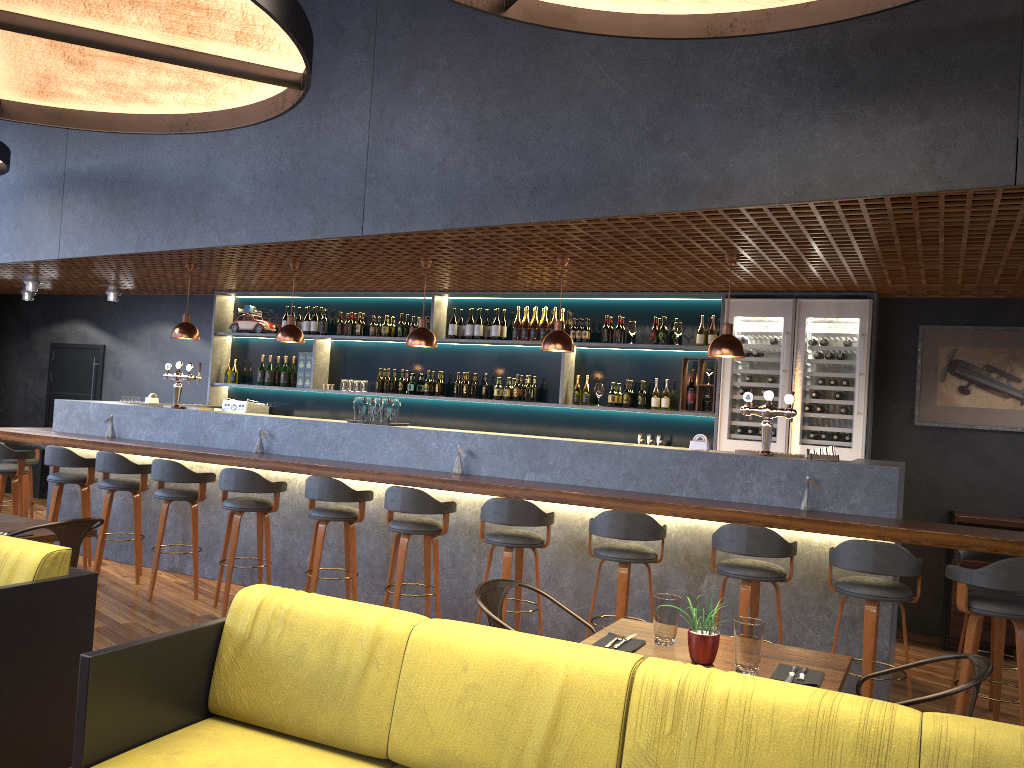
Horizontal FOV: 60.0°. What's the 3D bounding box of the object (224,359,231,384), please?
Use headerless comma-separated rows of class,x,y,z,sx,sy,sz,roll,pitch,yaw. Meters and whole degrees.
object,-3.257,-0.145,10.186,0.079,0.281,0.079,2,-2,45

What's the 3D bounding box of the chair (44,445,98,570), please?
chair,-3.705,1.041,7.474,0.483,1.048,0.438,4,-1,-3

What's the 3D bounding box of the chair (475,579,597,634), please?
chair,0.108,1.254,3.411,0.541,0.917,0.504,3,-1,26

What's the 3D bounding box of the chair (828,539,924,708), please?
chair,1.890,1.332,4.704,0.438,1.048,0.483,5,-2,-35

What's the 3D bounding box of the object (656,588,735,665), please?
object,0.677,0.844,3.135,0.238,0.271,0.260,5,-2,-43

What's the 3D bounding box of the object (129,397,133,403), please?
object,-3.817,0.158,8.882,0.042,0.059,0.042,3,-1,23

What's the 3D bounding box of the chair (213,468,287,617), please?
chair,-1.948,1.130,6.503,0.438,1.048,0.483,5,-2,-44

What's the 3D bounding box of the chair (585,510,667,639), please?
chair,0.661,1.269,5.370,0.483,1.048,0.438,3,-2,40

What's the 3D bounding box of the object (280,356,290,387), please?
object,-2.492,-0.138,9.753,0.094,0.340,0.094,4,-1,-24

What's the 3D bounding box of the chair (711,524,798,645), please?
chair,1.360,1.306,5.035,0.483,1.048,0.438,4,-1,-3

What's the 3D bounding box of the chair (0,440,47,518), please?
chair,-4.864,0.996,8.697,0.483,1.048,0.438,5,-2,-35

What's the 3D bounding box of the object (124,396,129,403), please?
object,-3.845,0.155,8.845,0.042,0.059,0.042,3,-1,23

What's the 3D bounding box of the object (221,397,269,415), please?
object,-3.032,0.442,9.849,0.355,0.569,0.550,3,-1,26

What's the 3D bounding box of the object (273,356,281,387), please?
object,-2.618,-0.142,9.917,0.094,0.340,0.094,5,-2,-42

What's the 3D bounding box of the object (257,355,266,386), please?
object,-2.781,-0.154,9.867,0.094,0.340,0.094,5,-2,-42

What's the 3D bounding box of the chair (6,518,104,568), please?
chair,-2.432,1.120,4.545,0.541,0.917,0.504,3,-1,26

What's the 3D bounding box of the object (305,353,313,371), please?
object,-2.174,-0.239,9.615,0.098,0.192,0.080,3,-1,26

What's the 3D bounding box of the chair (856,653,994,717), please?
chair,1.227,1.313,2.867,0.541,0.917,0.504,3,-1,26

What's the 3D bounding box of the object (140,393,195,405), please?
object,-3.623,0.158,9.416,0.200,0.106,0.766,3,-1,26

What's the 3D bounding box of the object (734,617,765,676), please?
object,0.804,0.896,3.023,0.102,0.178,0.102,3,-1,12

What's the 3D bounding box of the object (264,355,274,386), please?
object,-2.687,-0.148,9.836,0.094,0.340,0.094,3,-2,40

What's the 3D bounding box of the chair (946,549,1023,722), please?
chair,2.757,1.394,5.057,0.483,1.048,0.438,4,-1,-3

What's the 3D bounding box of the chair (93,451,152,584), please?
chair,-3.164,1.070,7.224,0.483,1.048,0.438,4,-1,-3

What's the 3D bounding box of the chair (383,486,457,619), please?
chair,-0.661,1.199,5.945,0.438,1.048,0.483,5,-2,-35

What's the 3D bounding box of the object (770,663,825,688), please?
object,0.964,0.985,2.998,0.157,0.019,0.255,3,-1,25

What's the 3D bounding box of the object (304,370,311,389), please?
object,-2.186,-0.047,9.611,0.098,0.192,0.080,3,-1,26

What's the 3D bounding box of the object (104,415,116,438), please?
object,-3.608,0.378,7.960,0.114,0.203,0.069,4,-1,-16

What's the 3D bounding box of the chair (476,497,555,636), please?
chair,0.017,1.235,5.659,0.483,1.048,0.438,4,-1,-14

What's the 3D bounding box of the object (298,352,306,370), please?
object,-2.264,-0.243,9.661,0.098,0.192,0.080,3,-1,26

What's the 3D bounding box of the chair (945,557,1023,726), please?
chair,2.424,1.360,4.456,0.483,1.048,0.438,3,-1,18

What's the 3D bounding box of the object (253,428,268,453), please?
object,-2.042,0.460,7.212,0.114,0.203,0.069,4,-1,-13

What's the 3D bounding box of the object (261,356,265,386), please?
object,-2.815,-0.153,9.990,0.094,0.340,0.094,4,-1,-28

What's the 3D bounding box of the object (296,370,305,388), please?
object,-2.277,-0.051,9.655,0.098,0.192,0.080,3,-1,26

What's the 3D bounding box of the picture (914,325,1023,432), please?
picture,3.735,-0.047,6.933,1.039,0.809,0.028,3,-1,26

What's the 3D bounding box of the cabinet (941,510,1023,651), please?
cabinet,3.570,1.505,6.684,0.553,1.007,0.473,3,-1,26

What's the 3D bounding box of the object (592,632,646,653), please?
object,0.405,0.957,3.306,0.157,0.019,0.255,3,-1,25

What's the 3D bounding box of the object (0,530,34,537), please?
object,-2.684,0.793,4.684,0.157,0.019,0.255,3,-1,25

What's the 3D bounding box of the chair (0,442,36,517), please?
chair,-4.464,1.000,7.794,0.483,1.048,0.438,4,-1,-3

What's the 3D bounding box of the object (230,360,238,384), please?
object,-3.174,-0.140,10.149,0.079,0.281,0.079,3,-2,30

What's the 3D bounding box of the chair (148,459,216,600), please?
chair,-2.583,1.098,6.857,0.438,1.048,0.483,5,-2,-35

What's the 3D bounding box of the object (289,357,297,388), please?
object,-2.427,-0.132,9.836,0.094,0.340,0.094,5,-2,-42

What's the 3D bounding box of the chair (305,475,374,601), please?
chair,-1.251,1.169,6.292,0.483,1.048,0.438,4,-1,-3

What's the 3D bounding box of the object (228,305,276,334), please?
object,-2.943,-0.727,10.054,0.579,0.319,0.229,3,-1,26

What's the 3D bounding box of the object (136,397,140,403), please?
object,-3.787,0.162,8.977,0.042,0.059,0.042,3,-1,23

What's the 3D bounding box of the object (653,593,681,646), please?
object,0.579,0.889,3.338,0.102,0.178,0.102,4,-1,-28

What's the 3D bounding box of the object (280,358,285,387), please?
object,-2.529,-0.137,9.876,0.094,0.340,0.094,3,-2,35

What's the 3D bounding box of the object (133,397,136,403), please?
object,-3.810,0.159,8.932,0.042,0.059,0.042,3,-1,23
